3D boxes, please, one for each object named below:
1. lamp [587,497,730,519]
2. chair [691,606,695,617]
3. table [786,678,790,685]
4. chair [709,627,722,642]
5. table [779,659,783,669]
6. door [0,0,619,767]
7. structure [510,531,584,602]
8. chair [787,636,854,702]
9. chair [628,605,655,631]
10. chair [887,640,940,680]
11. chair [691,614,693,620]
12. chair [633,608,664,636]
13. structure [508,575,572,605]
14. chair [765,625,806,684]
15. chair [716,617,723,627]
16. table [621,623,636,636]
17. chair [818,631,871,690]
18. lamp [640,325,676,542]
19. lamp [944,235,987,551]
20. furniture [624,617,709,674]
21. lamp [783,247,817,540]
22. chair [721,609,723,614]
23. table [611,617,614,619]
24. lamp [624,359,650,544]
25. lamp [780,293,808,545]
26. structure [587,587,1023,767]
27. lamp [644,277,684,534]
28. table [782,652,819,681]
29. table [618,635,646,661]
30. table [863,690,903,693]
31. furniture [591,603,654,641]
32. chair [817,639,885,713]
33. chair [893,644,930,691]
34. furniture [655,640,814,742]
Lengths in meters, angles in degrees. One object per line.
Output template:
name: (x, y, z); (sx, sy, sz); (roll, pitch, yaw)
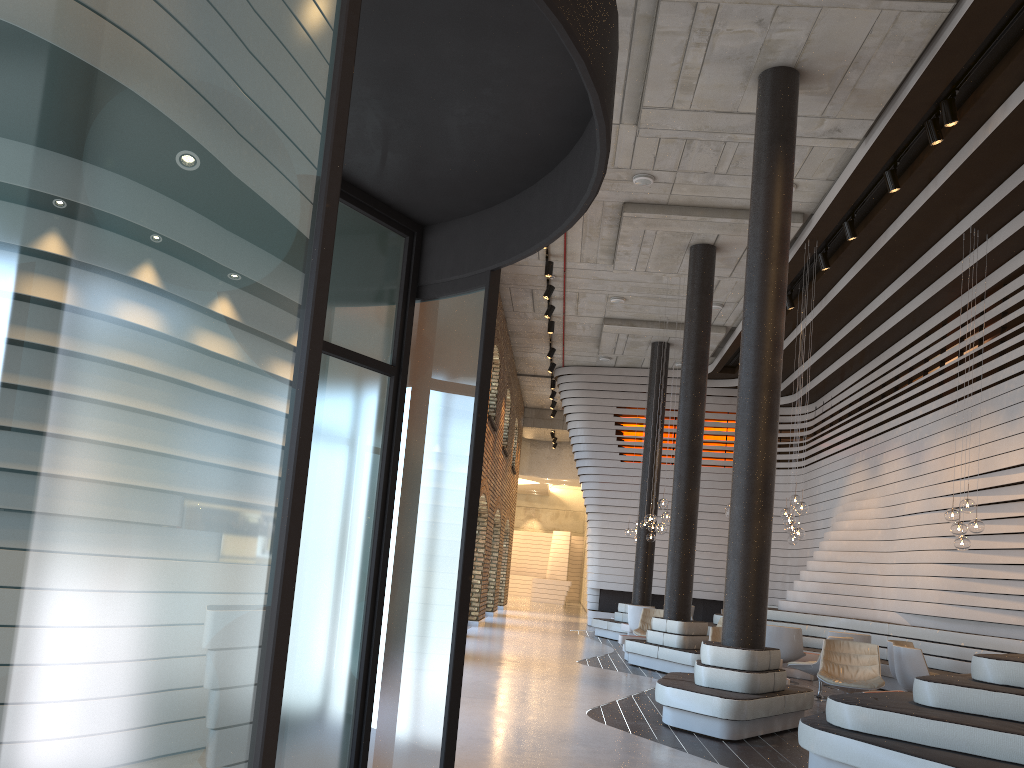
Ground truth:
lamp: (3.746, -1.725, 4.049); (9.033, 4.554, 42.557); (4, -12, 4)
chair: (3.479, 5.046, 18.652); (0.710, 0.757, 0.666); (4, -8, 6)
table: (2.313, 3.122, 8.958); (0.906, 0.366, 0.419); (4, -9, 7)
chair: (2.481, 3.102, 9.746); (0.656, 0.757, 0.720); (5, -9, 5)
table: (3.117, 3.658, 11.184); (0.416, 0.366, 0.913); (-3, -13, 41)
door: (-1.400, 0.279, 2.632); (3.205, 2.817, 3.298); (3, -9, 11)
structure: (1.165, 7.951, 38.738); (4.532, 2.829, 5.904); (5, -11, 4)
chair: (3.711, 3.395, 10.614); (0.716, 0.757, 0.661); (-3, -12, 44)
chair: (2.353, 4.286, 15.496); (0.661, 0.757, 0.715); (-2, -11, 41)
chair: (4.828, 3.469, 10.477); (0.660, 0.757, 0.717); (12, -11, -41)
chair: (3.673, 4.827, 17.515); (0.711, 0.757, 0.665); (4, -8, 9)
chair: (2.276, 3.969, 14.007); (0.658, 0.757, 0.719); (2, -9, 22)
structure: (1.155, 8.448, 36.352); (2.553, 0.886, 7.605); (9, -12, -17)
chair: (3.715, 3.725, 12.197); (0.658, 0.757, 0.718); (2, -9, 24)
chair: (2.937, 3.857, 13.177); (0.710, 0.757, 0.665); (4, -8, 7)
table: (2.444, 4.649, 16.242); (0.906, 0.366, 0.419); (3, -9, 12)
chair: (4.553, 3.771, 12.050); (0.657, 0.757, 0.720); (4, -9, 11)
lamp: (2.803, 0.656, 16.494); (0.546, 4.573, 0.277); (9, -7, -34)
lamp: (5.253, -0.418, 10.162); (0.533, 4.658, 0.336); (9, -7, -34)
furniture: (2.513, 3.629, 12.153); (1.277, 0.713, 1.795); (10, -12, -25)
lamp: (3.936, -0.255, 11.927); (0.310, 4.685, 0.669); (4, -6, 12)
chair: (4.642, 5.049, 18.158); (0.657, 0.757, 0.719); (9, -9, -22)
table: (2.478, 5.153, 18.653); (0.906, 0.366, 0.419); (9, -10, -18)
lamp: (2.854, 1.201, 19.369); (0.546, 4.573, 0.277); (10, -7, -37)
lamp: (4.461, 0.185, 13.770); (0.293, 4.619, 0.550); (5, -6, -1)
structure: (4.766, 3.941, 13.161); (5.771, 0.915, 18.492); (5, -12, 1)
lamp: (2.517, 0.042, 13.938); (0.544, 4.619, 0.297); (6, -6, -11)
table: (4.178, 4.127, 12.967); (0.911, 0.366, 0.417); (-3, -12, 36)
table: (2.024, 3.980, 13.214); (0.905, 0.366, 0.419); (6, -9, -3)
table: (3.637, 3.116, 8.347); (0.907, 0.366, 0.419); (10, -10, -23)
furniture: (2.256, 4.719, 17.505); (1.274, 0.713, 1.799); (5, -11, 0)
chair: (3.536, 3.090, 9.221); (0.658, 0.757, 0.719); (2, -9, 20)
chair: (4.486, 3.239, 9.520); (0.710, 0.757, 0.666); (5, -8, 4)
furniture: (1.843, 2.696, 7.960); (1.284, 0.713, 1.786); (-3, -14, 39)
